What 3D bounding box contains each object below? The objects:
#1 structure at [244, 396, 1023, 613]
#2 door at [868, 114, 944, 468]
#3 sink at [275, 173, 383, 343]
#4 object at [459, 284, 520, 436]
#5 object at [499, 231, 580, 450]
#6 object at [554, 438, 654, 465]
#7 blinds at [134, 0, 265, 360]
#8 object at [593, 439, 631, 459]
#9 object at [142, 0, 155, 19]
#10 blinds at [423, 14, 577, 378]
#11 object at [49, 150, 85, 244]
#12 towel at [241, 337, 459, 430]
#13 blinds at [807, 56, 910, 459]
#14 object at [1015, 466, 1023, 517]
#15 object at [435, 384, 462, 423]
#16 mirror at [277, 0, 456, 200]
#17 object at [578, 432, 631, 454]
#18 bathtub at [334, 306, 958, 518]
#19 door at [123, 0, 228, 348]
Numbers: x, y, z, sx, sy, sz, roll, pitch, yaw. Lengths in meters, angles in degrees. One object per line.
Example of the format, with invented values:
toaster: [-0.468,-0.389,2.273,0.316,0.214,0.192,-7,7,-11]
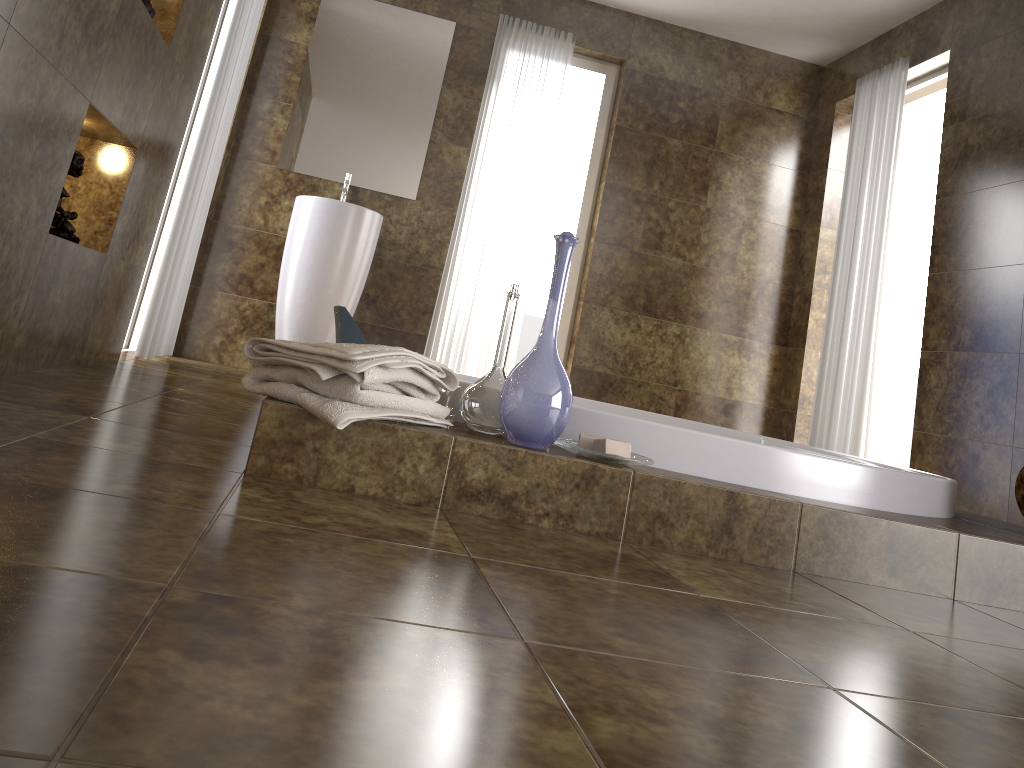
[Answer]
structure: [0.330,0.232,2.569,1.988,0.128,1.977,11,1,-11]
door: [2.344,-0.448,4.783,0.971,2.291,0.038,7,-12,23]
sink: [-0.960,-0.575,4.416,0.456,1.169,0.424,13,-10,-8]
object: [-0.022,-0.055,1.767,0.130,0.317,0.125,12,-10,-3]
object: [0.070,-0.092,1.655,0.136,0.432,0.131,12,-11,-3]
object: [0.172,0.135,1.641,0.186,0.019,0.189,11,1,-22]
blinds: [-1.301,-1.239,3.904,0.067,2.342,0.584,14,-11,-12]
object: [0.184,0.118,1.587,0.053,0.035,0.072,12,-2,-11]
object: [-1.161,-1.276,2.660,0.173,0.293,0.108,13,-10,-10]
blinds: [-0.057,-1.001,4.859,0.515,2.330,0.065,13,-12,-9]
object: [-1.290,-0.550,2.487,0.151,0.282,0.147,13,-9,-10]
towel: [-0.303,-0.008,1.616,0.344,0.154,0.309,11,-2,34]
blinds: [1.800,-0.609,4.516,0.068,2.343,0.471,14,-11,-12]
object: [1.282,0.227,1.971,0.222,0.283,0.231,17,-9,-38]
object: [-0.198,0.027,1.838,0.165,0.077,0.170,12,-2,-29]
mirror: [-0.799,-1.635,4.851,0.762,1.123,0.008,12,-12,-9]
object: [0.176,0.119,1.655,0.101,0.033,0.059,12,-2,5]
bathtub: [0.331,0.223,2.569,1.771,0.538,1.689,11,-1,20]
door: [-2.084,-1.352,4.241,0.944,2.292,0.039,15,-12,-19]
